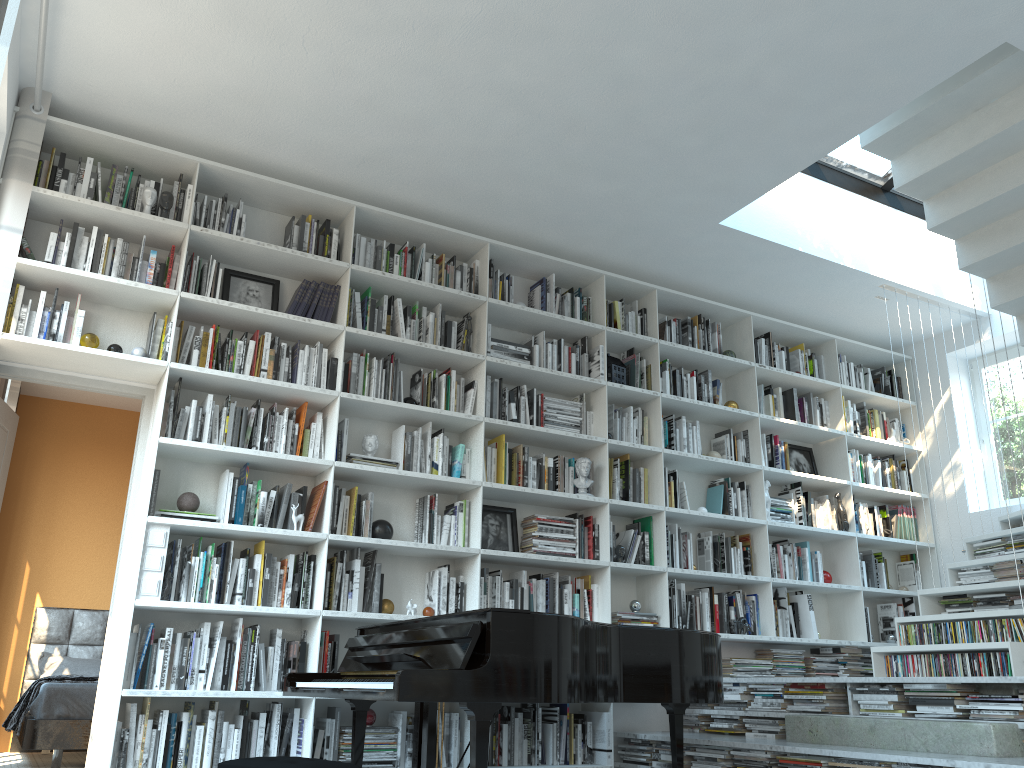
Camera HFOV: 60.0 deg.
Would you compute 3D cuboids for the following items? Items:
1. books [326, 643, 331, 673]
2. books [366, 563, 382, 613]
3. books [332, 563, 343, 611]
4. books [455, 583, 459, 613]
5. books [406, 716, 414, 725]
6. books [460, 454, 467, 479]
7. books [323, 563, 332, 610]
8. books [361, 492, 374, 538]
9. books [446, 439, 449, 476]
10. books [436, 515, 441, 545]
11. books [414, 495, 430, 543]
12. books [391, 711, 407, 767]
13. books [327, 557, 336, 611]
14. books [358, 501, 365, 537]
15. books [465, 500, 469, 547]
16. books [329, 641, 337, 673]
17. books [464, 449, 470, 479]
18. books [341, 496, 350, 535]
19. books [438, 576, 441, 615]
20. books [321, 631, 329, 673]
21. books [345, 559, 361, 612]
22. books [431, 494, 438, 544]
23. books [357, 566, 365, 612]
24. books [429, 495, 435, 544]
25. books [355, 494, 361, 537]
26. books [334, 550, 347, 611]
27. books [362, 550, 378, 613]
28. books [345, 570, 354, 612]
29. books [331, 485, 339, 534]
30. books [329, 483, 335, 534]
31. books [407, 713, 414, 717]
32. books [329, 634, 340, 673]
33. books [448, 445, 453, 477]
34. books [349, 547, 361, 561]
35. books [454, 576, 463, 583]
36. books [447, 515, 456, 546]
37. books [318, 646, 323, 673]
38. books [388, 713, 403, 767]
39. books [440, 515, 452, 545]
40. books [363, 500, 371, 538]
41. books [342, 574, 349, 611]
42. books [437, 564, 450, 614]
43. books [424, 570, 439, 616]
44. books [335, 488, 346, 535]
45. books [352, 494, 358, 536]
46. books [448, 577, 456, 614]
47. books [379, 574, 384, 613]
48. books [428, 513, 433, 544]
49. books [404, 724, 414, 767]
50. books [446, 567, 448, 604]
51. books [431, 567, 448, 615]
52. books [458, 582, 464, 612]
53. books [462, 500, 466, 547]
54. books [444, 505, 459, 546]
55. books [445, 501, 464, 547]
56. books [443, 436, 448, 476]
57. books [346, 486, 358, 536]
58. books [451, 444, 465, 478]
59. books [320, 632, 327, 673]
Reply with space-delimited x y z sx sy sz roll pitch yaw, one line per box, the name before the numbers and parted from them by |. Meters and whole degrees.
books | -0.932 1.400 4.373 0.010 0.227 0.168 11 -21 -27
books | -0.725 1.068 4.591 0.027 0.260 0.164 11 -21 -27
books | -0.912 1.039 4.496 0.042 0.247 0.163 11 -21 -27
books | -0.337 1.186 4.811 0.031 0.194 0.142 11 -21 -27
books | -0.525 1.810 4.487 0.028 0.237 0.136 11 -21 -27
books | -0.304 0.500 5.042 0.027 0.180 0.142 11 -21 -27
books | -0.954 1.035 4.473 0.030 0.238 0.157 11 -21 -27
books | -0.776 0.715 4.696 0.028 0.265 0.145 11 -21 -27
books | -0.403 0.447 5.007 0.022 0.255 0.152 11 -21 -27
books | -0.438 0.823 4.863 0.030 0.182 0.155 11 -21 -27
books | -0.493 0.760 4.839 0.012 0.284 0.160 11 -21 -27
books | -0.577 1.787 4.465 0.031 0.264 0.145 11 -21 -27
books | -0.931 1.021 4.481 0.012 0.271 0.181 11 -21 -27
books | -0.813 0.731 4.656 0.011 0.207 0.180 11 -21 -27
books | -0.290 0.797 4.932 0.021 0.280 0.162 11 -21 -27
books | -0.912 1.395 4.373 0.023 0.236 0.173 11 -21 -27
books | -0.281 0.489 5.062 0.026 0.216 0.126 11 -21 -27
books | -0.890 0.708 4.624 0.025 0.227 0.153 11 -21 -27
books | -0.425 1.153 4.766 0.015 0.224 0.148 11 -21 -27
books | -0.945 1.372 4.383 0.013 0.287 0.161 11 -21 -27
books | -0.828 1.044 4.539 0.027 0.268 0.185 11 -21 -27
books | -0.452 0.763 4.866 0.012 0.297 0.166 11 -21 -27
books | -0.801 1.069 4.568 0.029 0.240 0.136 11 -21 -27
books | -0.464 0.765 4.863 0.011 0.290 0.156 11 -21 -27
books | -0.839 0.715 4.671 0.028 0.247 0.143 11 -21 -27
books | -0.887 1.013 4.518 0.014 0.312 0.166 11 -21 -27
books | -0.759 1.031 4.586 0.050 0.327 0.167 11 -21 -27
books | -0.851 1.066 4.523 0.021 0.214 0.172 11 -21 -27
books | -0.945 0.676 4.606 0.026 0.274 0.155 11 -21 -27
books | -0.965 0.666 4.592 0.025 0.283 0.146 11 -21 -27
books | -0.481 1.808 4.500 0.063 0.252 0.178 11 -21 -27
books | -0.903 1.390 4.411 0.026 0.272 0.146 11 -21 -27
books | -0.382 0.469 5.013 0.026 0.218 0.150 11 -21 -27
books | -0.822 1.022 4.581 0.013 0.337 0.138 11 -21 -27
books | -0.300 1.176 4.851 0.019 0.241 0.107 11 -21 -27
books | -0.360 0.832 4.893 0.024 0.187 0.173 11 -21 -27
books | -0.971 1.402 4.357 0.026 0.212 0.140 11 -21 -27
books | -0.589 1.785 4.440 0.012 0.253 0.161 11 -21 -27
books | -0.393 0.823 4.871 0.057 0.188 0.156 11 -21 -27
books | -0.794 0.730 4.664 0.028 0.215 0.175 11 -21 -27
books | -0.873 1.073 4.513 0.024 0.195 0.157 11 -21 -27
books | -0.375 1.129 4.793 0.014 0.289 0.132 11 -21 -27
books | -0.432 1.135 4.758 0.012 0.253 0.161 11 -21 -27
books | -0.915 0.685 4.613 0.036 0.262 0.167 11 -21 -27
books | -0.849 0.709 4.647 0.014 0.243 0.153 11 -21 -27
books | -0.353 1.163 4.785 0.029 0.220 0.153 11 -21 -27
books | -0.711 1.100 4.607 0.023 0.211 0.160 11 -21 -27
books | -0.475 0.808 4.828 0.025 0.185 0.154 11 -21 -27
books | -0.545 1.819 4.458 0.029 0.201 0.178 11 -21 -27
books | -0.388 1.134 4.789 0.010 0.276 0.156 11 -21 -27
books | -0.397 1.131 4.768 0.027 0.268 0.159 11 -21 -27
books | -0.306 1.184 4.813 0.024 0.200 0.159 11 -21 -27
books | -0.303 0.795 4.922 0.011 0.278 0.188 11 -21 -27
books | -0.338 0.805 4.901 0.012 0.243 0.171 11 -21 -27
books | -0.324 0.799 4.920 0.027 0.268 0.178 11 -21 -27
books | -0.412 0.436 4.981 0.023 0.259 0.171 11 -21 -27
books | -0.857 0.685 4.625 0.026 0.273 0.190 11 -21 -27
books | -0.333 0.466 5.014 0.060 0.226 0.179 11 -21 -27
books | -0.954 1.372 4.374 0.010 0.281 0.149 11 -21 -27
